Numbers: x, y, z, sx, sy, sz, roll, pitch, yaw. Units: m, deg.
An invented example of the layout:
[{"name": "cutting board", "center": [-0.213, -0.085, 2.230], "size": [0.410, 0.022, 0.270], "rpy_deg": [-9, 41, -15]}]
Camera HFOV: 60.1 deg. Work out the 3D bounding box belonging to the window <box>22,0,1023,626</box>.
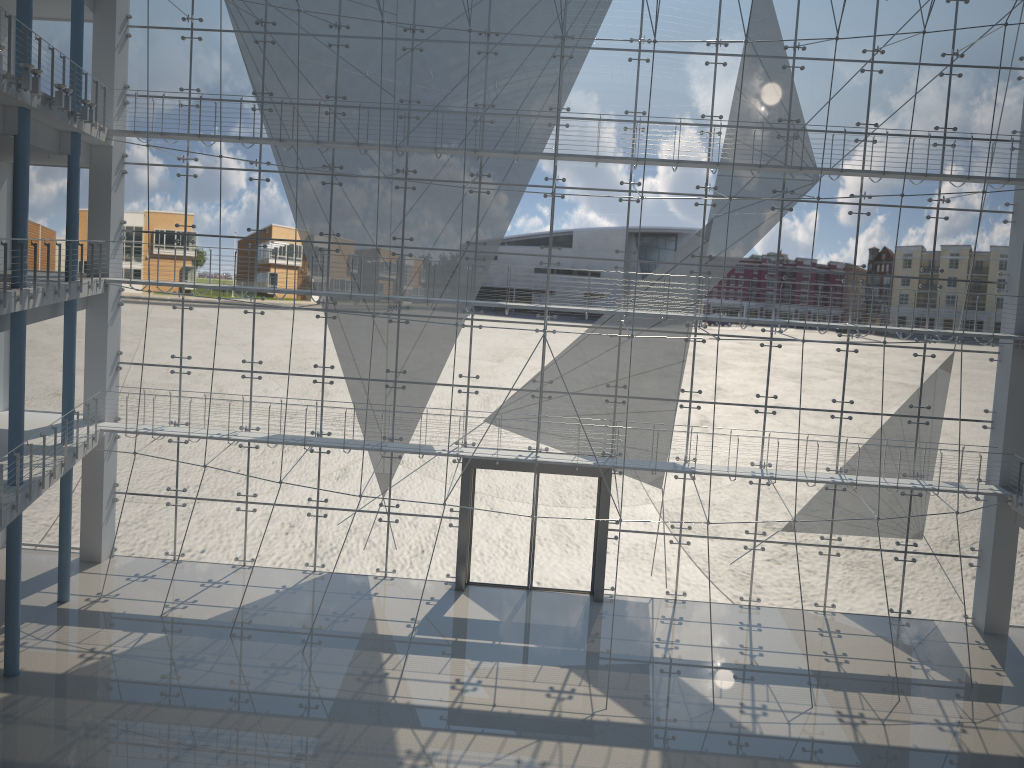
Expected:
[{"name": "window", "center": [0.093, -0.627, 3.142], "size": [3.849, 2.759, 0.010], "rpy_deg": [4, 4, 3]}]
